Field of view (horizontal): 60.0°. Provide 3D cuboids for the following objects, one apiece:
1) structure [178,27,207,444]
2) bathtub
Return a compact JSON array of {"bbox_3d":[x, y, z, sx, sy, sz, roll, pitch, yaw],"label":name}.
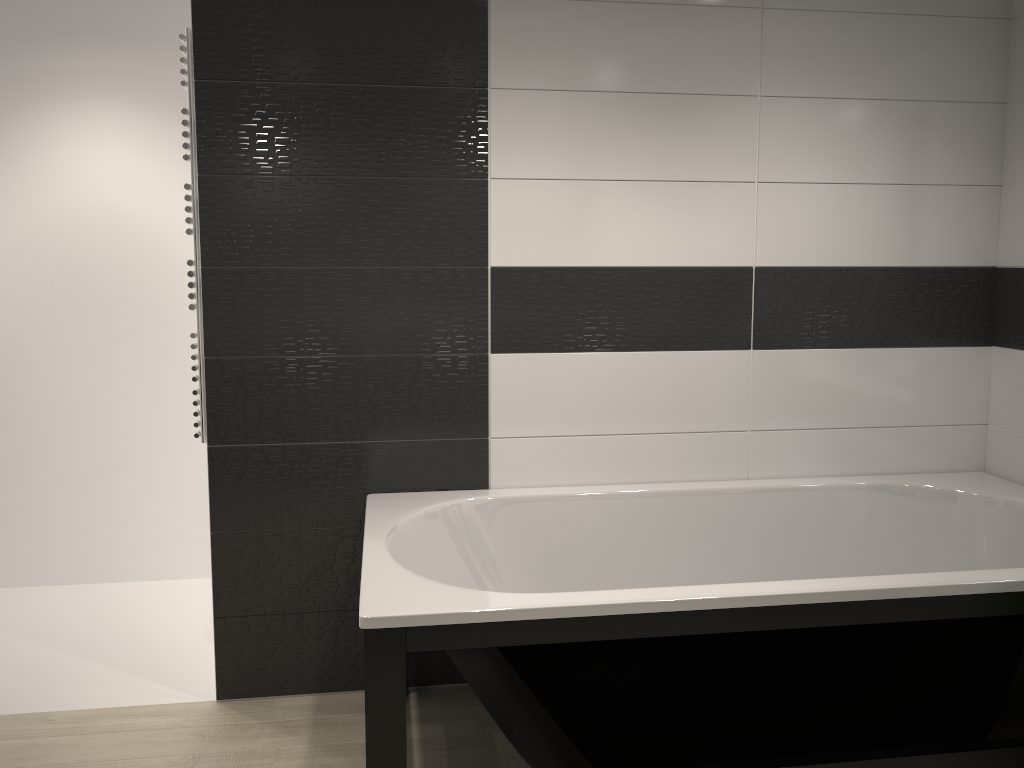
[{"bbox_3d":[-1.033,-0.480,2.998,0.039,1.287,0.474,-1,6,-8],"label":"structure"},{"bbox_3d":[0.680,0.738,2.563,2.179,0.674,1.012,-1,8,-8],"label":"bathtub"}]
